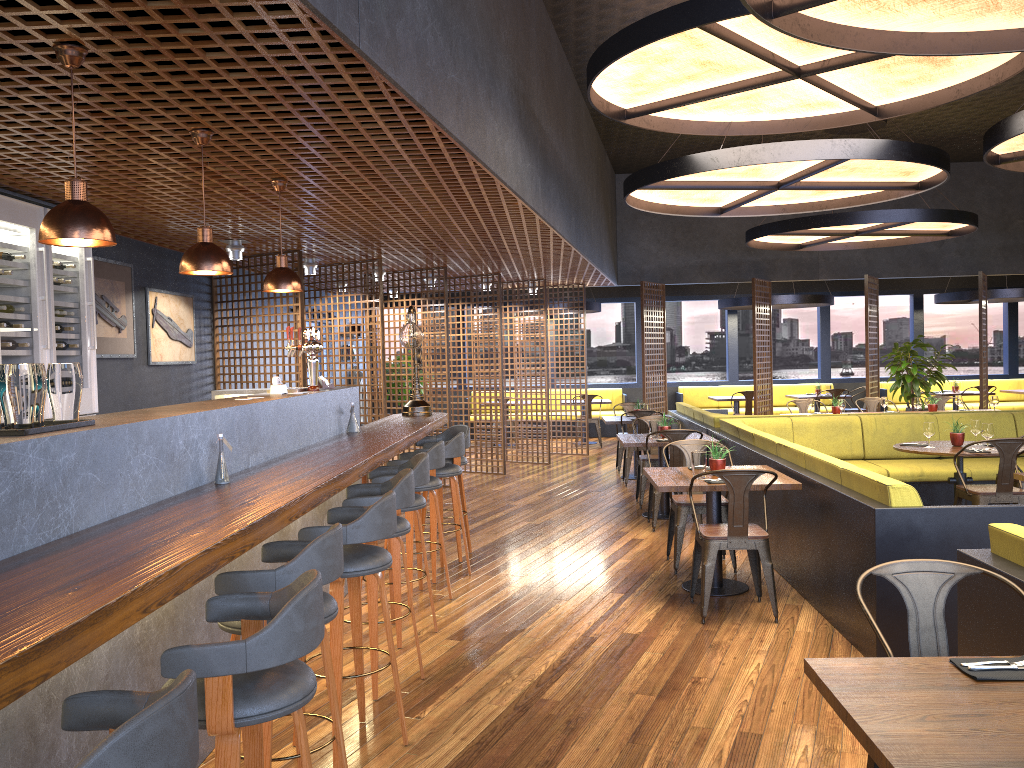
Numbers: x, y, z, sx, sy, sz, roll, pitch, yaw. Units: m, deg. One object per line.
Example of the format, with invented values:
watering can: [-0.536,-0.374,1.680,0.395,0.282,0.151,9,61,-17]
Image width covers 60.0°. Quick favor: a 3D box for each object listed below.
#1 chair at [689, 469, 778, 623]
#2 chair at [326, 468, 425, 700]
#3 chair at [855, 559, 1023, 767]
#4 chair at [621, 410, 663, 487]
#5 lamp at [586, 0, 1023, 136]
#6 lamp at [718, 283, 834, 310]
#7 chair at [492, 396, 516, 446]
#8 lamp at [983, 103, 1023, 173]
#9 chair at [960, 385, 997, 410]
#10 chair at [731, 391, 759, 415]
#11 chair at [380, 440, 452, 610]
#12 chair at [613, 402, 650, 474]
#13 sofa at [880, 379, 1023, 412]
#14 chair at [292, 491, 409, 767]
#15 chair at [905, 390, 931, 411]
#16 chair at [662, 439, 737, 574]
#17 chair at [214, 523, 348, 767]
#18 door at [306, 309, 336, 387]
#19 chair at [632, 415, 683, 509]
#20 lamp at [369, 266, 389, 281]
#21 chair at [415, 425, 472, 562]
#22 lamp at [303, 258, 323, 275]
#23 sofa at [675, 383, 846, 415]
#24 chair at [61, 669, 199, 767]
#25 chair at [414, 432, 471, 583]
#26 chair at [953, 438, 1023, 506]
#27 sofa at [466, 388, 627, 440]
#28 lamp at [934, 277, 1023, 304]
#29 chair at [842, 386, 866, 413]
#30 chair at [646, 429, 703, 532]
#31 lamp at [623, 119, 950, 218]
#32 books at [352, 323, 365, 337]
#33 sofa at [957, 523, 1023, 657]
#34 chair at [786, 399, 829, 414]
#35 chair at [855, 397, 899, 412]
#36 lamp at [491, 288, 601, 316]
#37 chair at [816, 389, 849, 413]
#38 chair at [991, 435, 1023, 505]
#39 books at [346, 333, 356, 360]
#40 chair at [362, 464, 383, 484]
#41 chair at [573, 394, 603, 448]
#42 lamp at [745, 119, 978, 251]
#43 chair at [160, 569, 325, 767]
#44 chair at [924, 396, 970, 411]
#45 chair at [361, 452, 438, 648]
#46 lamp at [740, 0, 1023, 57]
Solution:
chair: [1.333,0.935,5.363,0.504,0.917,0.541,-1,2,3]
chair: [-0.696,0.952,4.390,0.438,1.048,0.483,-3,2,-37]
chair: [1.296,1.024,2.580,0.504,0.917,0.541,-1,2,3]
chair: [1.575,0.758,10.761,0.504,0.917,0.541,-1,2,3]
lamp: [1.871,-2.553,5.798,2.778,1.159,2.778,-3,2,-37]
lamp: [4.659,-2.457,15.756,1.979,2.172,1.979,-3,2,-42]
chair: [-0.128,0.658,15.232,0.504,0.917,0.541,-1,2,3]
lamp: [4.781,-2.457,6.047,2.778,1.475,2.778,-3,2,-38]
chair: [7.807,0.472,14.861,0.504,0.917,0.541,-1,2,3]
chair: [3.979,0.562,15.040,0.504,0.917,0.541,-1,2,3]
chair: [-0.654,0.903,5.872,0.438,1.048,0.483,-2,2,-26]
chair: [1.632,0.717,11.985,0.504,0.917,0.541,-1,2,3]
sofa: [8.527,0.394,16.841,3.061,0.914,0.966,-1,2,3]
chair: [-0.690,0.975,3.655,0.438,1.048,0.483,0,2,31]
chair: [7.163,0.463,15.639,0.541,0.917,0.504,-1,2,3]
chair: [1.391,0.894,6.606,0.504,0.917,0.541,-1,2,3]
chair: [-0.776,0.999,2.975,0.438,1.048,0.483,-2,2,-26]
door: [-2.978,0.037,13.676,0.052,2.386,2.441,-1,2,3]
chair: [1.530,0.805,9.301,0.504,0.917,0.541,-1,2,3]
lamp: [-1.607,-1.331,10.719,0.228,0.172,0.228,-1,2,3]
chair: [-0.542,0.862,7.079,0.438,1.048,0.483,-2,2,-6]
lamp: [-2.210,-1.284,9.698,0.228,0.172,0.228,-1,2,3]
sofa: [4.742,0.483,17.018,3.061,0.914,0.966,-1,2,3]
chair: [-0.768,1.044,1.527,0.438,1.048,0.483,0,2,31]
chair: [-0.559,0.882,6.490,0.438,1.048,0.483,0,2,31]
chair: [3.624,0.836,6.672,0.504,0.917,0.541,-1,2,3]
sofa: [0.674,0.579,17.209,3.061,0.914,0.966,-1,2,3]
lamp: [8.501,-2.550,15.576,1.979,2.172,1.979,-2,2,-12]
chair: [6.045,0.491,15.631,0.541,0.917,0.504,-1,2,3]
chair: [1.472,0.846,8.056,0.504,0.917,0.541,-1,2,3]
lamp: [2.389,-2.458,7.982,2.778,1.475,2.778,-1,2,7]
books: [-2.808,-0.978,16.219,0.177,0.245,0.450,-1,2,3]
sofa: [2.158,1.027,1.924,0.966,0.914,3.061,-1,2,3]
chair: [3.921,0.668,11.739,0.504,0.917,0.541,-1,2,3]
chair: [4.826,0.647,11.697,0.504,0.917,0.541,-1,2,3]
lamp: [0.588,-2.362,15.946,1.979,2.172,1.979,-1,2,9]
chair: [5.407,0.528,14.973,0.504,0.917,0.541,-1,2,3]
chair: [4.280,0.801,7.262,0.541,0.917,0.504,-1,2,3]
books: [-2.824,-0.669,15.555,0.223,0.489,0.286,-2,2,-6]
chair: [-1.227,0.877,7.149,0.438,1.048,0.483,-2,2,-26]
chair: [1.300,0.625,15.165,0.504,0.917,0.541,-1,2,3]
lamp: [4.436,-2.619,11.431,2.778,1.475,2.778,-1,2,3]
chair: [-0.694,1.019,2.251,0.438,1.048,0.483,-1,2,22]
chair: [5.726,0.625,11.655,0.504,0.917,0.541,-1,2,3]
chair: [-0.684,0.929,5.097,0.438,1.048,0.483,-1,2,17]
lamp: [2.134,-2.291,2.911,2.778,1.475,2.778,-3,2,-33]
